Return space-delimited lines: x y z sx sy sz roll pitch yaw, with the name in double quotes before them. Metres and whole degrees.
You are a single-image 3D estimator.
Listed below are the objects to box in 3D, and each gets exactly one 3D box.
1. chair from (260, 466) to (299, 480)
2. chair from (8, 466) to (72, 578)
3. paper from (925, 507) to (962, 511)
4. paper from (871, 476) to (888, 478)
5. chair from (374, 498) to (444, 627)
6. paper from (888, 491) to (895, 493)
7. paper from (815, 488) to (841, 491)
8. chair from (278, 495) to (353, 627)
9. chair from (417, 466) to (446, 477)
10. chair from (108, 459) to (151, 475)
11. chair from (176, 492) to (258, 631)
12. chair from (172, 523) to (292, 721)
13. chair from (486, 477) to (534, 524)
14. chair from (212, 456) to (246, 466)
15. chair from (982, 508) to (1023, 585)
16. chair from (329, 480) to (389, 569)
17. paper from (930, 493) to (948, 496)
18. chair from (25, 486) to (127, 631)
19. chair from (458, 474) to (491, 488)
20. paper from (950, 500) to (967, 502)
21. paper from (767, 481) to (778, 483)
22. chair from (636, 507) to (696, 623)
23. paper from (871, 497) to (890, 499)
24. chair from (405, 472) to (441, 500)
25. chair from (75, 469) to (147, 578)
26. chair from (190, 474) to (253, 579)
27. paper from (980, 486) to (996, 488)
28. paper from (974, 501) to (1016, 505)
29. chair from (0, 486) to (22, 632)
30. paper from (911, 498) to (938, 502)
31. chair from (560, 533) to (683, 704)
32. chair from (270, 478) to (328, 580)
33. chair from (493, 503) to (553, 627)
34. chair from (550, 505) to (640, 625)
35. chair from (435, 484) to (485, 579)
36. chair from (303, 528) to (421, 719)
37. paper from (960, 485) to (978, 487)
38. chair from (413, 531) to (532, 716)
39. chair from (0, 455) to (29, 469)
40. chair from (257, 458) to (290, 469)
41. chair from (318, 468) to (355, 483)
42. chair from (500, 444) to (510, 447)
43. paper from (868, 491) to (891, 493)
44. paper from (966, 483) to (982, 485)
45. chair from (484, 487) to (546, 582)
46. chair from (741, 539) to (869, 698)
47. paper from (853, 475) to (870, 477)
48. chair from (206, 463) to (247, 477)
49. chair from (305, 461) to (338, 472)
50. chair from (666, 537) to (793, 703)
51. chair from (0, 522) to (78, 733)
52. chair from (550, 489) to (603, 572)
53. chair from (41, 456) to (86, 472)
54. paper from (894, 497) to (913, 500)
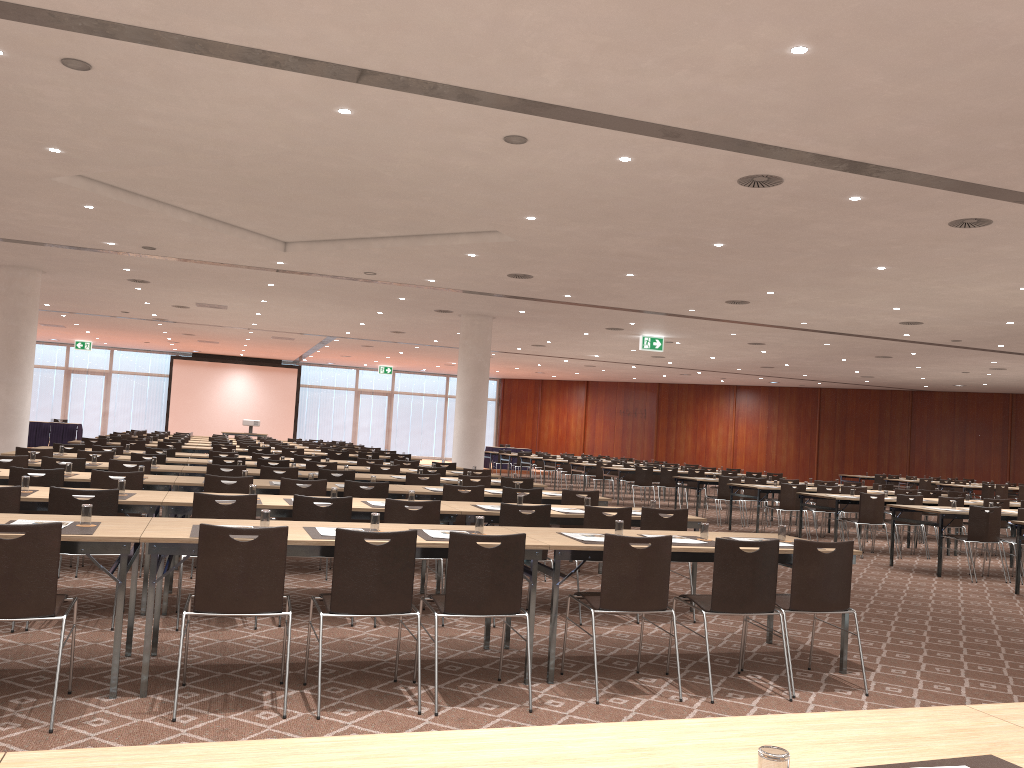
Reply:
"chair" -2.805 1.438 10.515 0.536 0.939 0.614 5 -3 -21
"chair" -4.226 1.203 7.891 0.536 0.939 0.614 4 -3 -17
"paper" 5.705 1.655 11.743 0.284 0.006 0.398 5 -3 -21
"paper" 11.632 2.930 27.870 0.460 0.003 0.565 5 -3 -18
"chair" -0.836 1.354 6.911 0.536 0.939 0.614 4 -3 -19
"paper" 7.257 2.017 16.415 0.460 0.003 0.565 5 -3 -20
"paper" 5.754 1.898 15.922 0.460 0.003 0.565 4 -3 -16
"chair" -1.482 1.305 6.741 0.536 0.939 0.614 4 -3 -17
"chair" -1.253 1.676 13.057 0.536 0.939 0.614 5 -3 -21
"chair" -4.336 1.316 10.006 0.536 0.939 0.614 5 -3 -21
"chair" -2.123 1.249 6.447 0.536 0.939 0.614 5 -3 -21
"chair" -1.434 1.189 4.650 0.536 0.939 0.614 4 -3 -16
"chair" -0.003 1.658 11.402 0.536 0.939 0.614 4 -3 -16
"chair" -3.947 1.466 12.242 0.536 0.939 0.614 5 -3 -21
"chair" 6.499 2.052 11.379 0.536 0.939 0.614 4 -3 -19
"chair" -1.488 1.421 8.801 0.536 0.939 0.614 4 -3 -15
"paper" 7.886 2.067 16.633 0.460 0.003 0.565 5 -3 -19
"chair" -2.995 1.182 6.193 0.536 0.939 0.614 4 -3 -17
"chair" -0.550 1.617 11.265 0.536 0.939 0.614 5 -3 -20
"paper" 7.235 1.895 14.359 0.284 0.006 0.398 5 -3 -19
"paper" 5.089 1.964 17.808 0.460 0.003 0.565 5 -3 -18
"chair" 1.222 1.520 7.640 0.536 0.939 0.614 4 -3 -16
"paper" 5.694 1.772 13.837 0.284 0.006 0.398 5 -3 -20
"chair" -1.167 1.566 11.015 0.536 0.939 0.614 4 -3 -19
"chair" -3.640 1.252 8.130 0.536 0.939 0.614 5 -3 -21
"chair" -2.708 1.324 8.396 0.536 0.939 0.614 4 -3 -16
"paper" 12.897 2.793 24.087 0.460 0.003 0.565 5 -3 -19
"paper" 7.923 1.951 14.533 0.460 0.003 0.565 4 -3 -17
"chair" -3.553 1.135 5.971 0.536 0.939 0.614 4 -3 -19
"paper" 6.381 1.828 14.013 0.460 0.003 0.565 5 -3 -19
"chair" 0.671 1.357 5.350 0.536 0.939 0.614 4 -3 -16
"chair" -2.057 1.374 8.576 0.536 0.939 0.614 4 -3 -18
"chair" 0.024 1.420 7.161 0.536 0.939 0.614 5 -3 -21
"chair" 0.710 1.477 7.425 0.536 0.939 0.614 5 -3 -21
"chair" -0.563 1.497 9.153 0.536 0.939 0.614 4 -3 -17
"chair" -0.795 1.238 4.818 0.536 0.939 0.614 4 -3 -19
"paper" 12.277 2.745 23.904 0.460 0.003 0.565 4 -3 -17
"chair" -0.206 1.282 4.977 0.536 0.939 0.614 4 -3 -17
"chair" -5.480 1.222 9.581 0.536 0.939 0.614 5 -3 -21
"chair" -3.363 1.508 12.356 0.536 0.939 0.614 4 -3 -18
"chair" -2.157 1.485 10.649 0.536 0.939 0.614 4 -3 -19
"chair" -0.249 2.817 34.421 0.536 0.939 0.614 4 -3 -18
"paper" 6.702 1.971 16.197 0.460 0.003 0.565 5 -3 -18
"paper" 13.789 2.983 26.481 0.460 0.003 0.565 4 -3 -16
"chair" 0.031 1.540 9.270 0.536 0.939 0.614 4 -3 -18
"chair" 1.890 1.451 5.710 0.536 0.939 0.614 4 -3 -16
"paper" 11.014 2.880 27.652 0.460 0.003 0.565 5 -3 -20
"chair" -3.351 1.392 10.289 0.536 0.939 0.614 5 -3 -21
"chair" -2.749 1.559 12.596 0.536 0.939 0.614 4 -3 -18
"chair" 1.353 1.406 5.495 0.536 0.939 0.614 4 -3 -16
"chair" -2.407 1.107 4.245 0.536 0.939 0.614 4 -3 -19
"chair" 0.642 1.590 9.509 0.536 0.939 0.614 5 -3 -21
"chair" -4.929 1.264 9.728 0.536 0.939 0.614 4 -3 -20
"paper" 6.322 1.824 14.070 0.284 0.006 0.398 5 -3 -20
